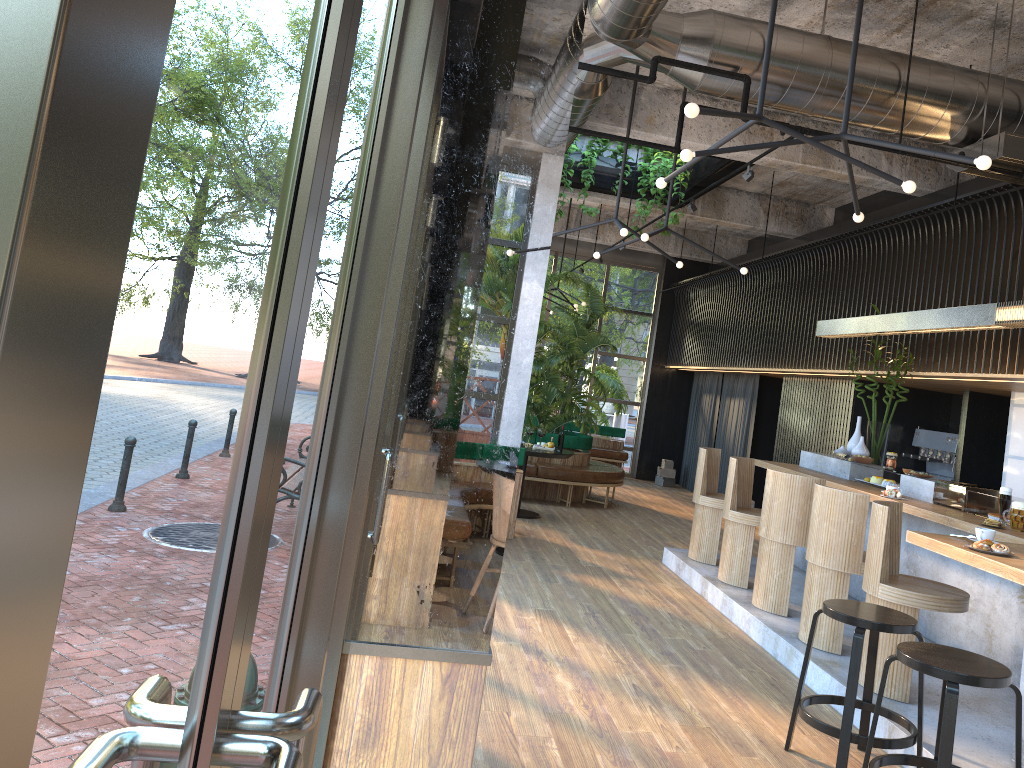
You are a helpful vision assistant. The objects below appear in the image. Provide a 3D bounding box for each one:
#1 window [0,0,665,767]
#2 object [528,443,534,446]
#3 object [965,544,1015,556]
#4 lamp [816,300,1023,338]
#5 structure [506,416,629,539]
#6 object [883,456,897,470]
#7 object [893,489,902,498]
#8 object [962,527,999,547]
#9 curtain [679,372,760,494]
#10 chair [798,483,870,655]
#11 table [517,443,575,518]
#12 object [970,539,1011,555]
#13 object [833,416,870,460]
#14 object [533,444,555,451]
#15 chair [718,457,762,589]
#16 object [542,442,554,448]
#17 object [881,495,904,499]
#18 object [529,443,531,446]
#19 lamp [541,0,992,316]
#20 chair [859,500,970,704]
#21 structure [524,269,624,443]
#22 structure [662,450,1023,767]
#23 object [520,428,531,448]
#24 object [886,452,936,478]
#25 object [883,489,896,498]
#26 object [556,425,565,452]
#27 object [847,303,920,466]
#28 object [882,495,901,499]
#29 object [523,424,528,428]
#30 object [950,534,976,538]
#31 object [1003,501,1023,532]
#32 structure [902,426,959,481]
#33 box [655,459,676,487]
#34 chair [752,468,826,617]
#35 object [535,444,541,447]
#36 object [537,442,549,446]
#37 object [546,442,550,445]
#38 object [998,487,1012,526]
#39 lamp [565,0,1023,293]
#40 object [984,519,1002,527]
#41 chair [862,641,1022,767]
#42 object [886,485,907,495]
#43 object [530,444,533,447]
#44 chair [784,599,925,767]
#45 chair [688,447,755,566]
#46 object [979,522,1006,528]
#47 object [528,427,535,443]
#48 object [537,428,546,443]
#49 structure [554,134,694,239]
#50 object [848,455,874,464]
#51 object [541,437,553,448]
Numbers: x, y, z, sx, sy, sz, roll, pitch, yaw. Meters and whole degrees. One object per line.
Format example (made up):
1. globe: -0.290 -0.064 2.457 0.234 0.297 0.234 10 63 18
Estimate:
1. window: 1.549 -1.586 5.900 4.196 6.519 20.026 9 0 -6
2. object: 0.195 0.683 10.048 0.098 0.028 0.128 8 0 7
3. object: 2.129 0.742 3.961 0.199 0.013 0.212 9 1 28
4. lamp: 4.729 -1.253 5.752 5.070 2.141 6.596 8 0 -13
5. structure: 2.272 1.028 5.908 6.112 1.554 19.784 8 1 -6
6. object: 3.078 0.641 7.238 0.086 0.107 0.159 7 -2 38
7. object: 2.708 0.773 6.284 0.072 0.060 0.125 10 -1 -38
8. object: 2.162 0.715 4.103 0.176 0.073 0.428 8 0 28
9. curtain: 3.258 0.806 14.232 0.123 2.068 3.220 9 -1 -6
10. chair: 2.123 1.152 5.583 0.524 0.975 0.568 5 -4 42
11. table: 0.098 1.066 9.861 1.143 0.754 1.053 9 -1 -39
12. object: 2.137 0.724 3.956 0.156 0.053 0.159 8 0 37
13. object: 3.046 0.484 7.850 0.306 0.399 0.328 6 -3 41
14. object: 0.359 0.713 9.937 0.239 0.019 0.352 8 1 3
15. chair: 1.957 1.110 7.116 0.567 0.975 0.524 11 -4 -33
16. object: 0.413 0.678 9.944 0.099 0.065 0.162 9 0 -37
17. object: 2.689 0.800 6.275 0.166 0.005 0.167 8 1 4
18. object: 0.206 0.683 9.986 0.033 0.032 0.037 9 -2 -10
19. lamp: 2.869 -1.680 6.397 5.155 1.830 18.593 8 1 -6
20. chair: 2.186 1.170 4.826 0.524 0.975 0.567 6 -4 39
21. structure: 0.224 -0.246 12.289 2.500 3.455 2.581 10 -3 -23
22. structure: 4.741 1.300 5.472 5.923 1.737 7.008 8 0 -8
23. object: 0.141 0.588 9.664 0.102 0.210 0.108 7 -4 27
24. object: 3.070 0.629 6.982 0.212 0.135 0.797 8 1 0
25. object: 2.658 0.766 6.260 0.062 0.059 0.072 9 -2 -17
26. object: 0.546 0.600 9.840 0.068 0.301 0.068 8 -4 8
27. object: 3.278 0.085 7.896 0.649 1.558 0.603 6 -5 31
28. object: 2.689 0.798 6.271 0.118 0.005 0.124 9 1 31
29. object: 0.119 0.564 9.829 0.095 0.246 0.089 10 -4 -25
30. object: 2.186 0.739 4.305 0.030 0.027 0.130 9 0 -30
31. object: 2.947 0.767 5.166 0.113 0.172 0.134 9 -3 -14
32. structure: 4.549 1.286 9.530 0.557 1.603 0.823 9 -4 -7
33. box: 2.652 1.527 15.254 0.340 0.444 0.272 9 -3 -19
34. chair: 2.047 1.132 6.383 0.536 0.975 0.555 8 -3 16
35. object: 0.306 0.689 9.925 0.103 0.013 0.219 8 1 -2
36. object: 0.373 0.685 10.038 0.195 0.038 0.063 9 -1 25
37. object: 0.420 0.693 10.144 0.059 0.072 0.206 9 0 -16
38. object: 2.991 0.740 5.393 0.072 0.233 0.076 7 -5 25
39. lamp: 1.482 -2.093 10.442 3.844 1.537 9.855 8 1 -9
40. object: 2.808 0.812 5.184 0.094 0.041 0.145 8 0 26
41. chair: 1.630 1.392 3.356 0.527 0.700 0.499 9 -3 -17
42. object: 2.802 0.779 6.485 0.137 0.064 0.107 8 -1 -29
43. object: 0.214 0.686 9.897 0.032 0.031 0.039 8 -1 17
44. chair: 1.567 1.375 3.992 0.524 0.700 0.502 9 -3 -12
45. chair: 1.879 1.089 7.910 0.546 0.975 0.545 8 -3 2
46. object: 2.803 0.826 5.180 0.156 0.013 0.143 8 1 -37
47. object: 0.199 0.594 10.184 0.105 0.202 0.099 10 -4 -19
48. object: 0.331 0.614 10.166 0.105 0.202 0.099 10 -4 -19
49. structure: 1.368 -2.523 11.170 2.115 1.524 1.444 8 -2 21
50. object: 2.980 0.640 7.588 0.191 0.073 0.228 8 0 12
51. object: 0.399 0.647 9.853 0.144 0.124 0.096 9 -3 -27
